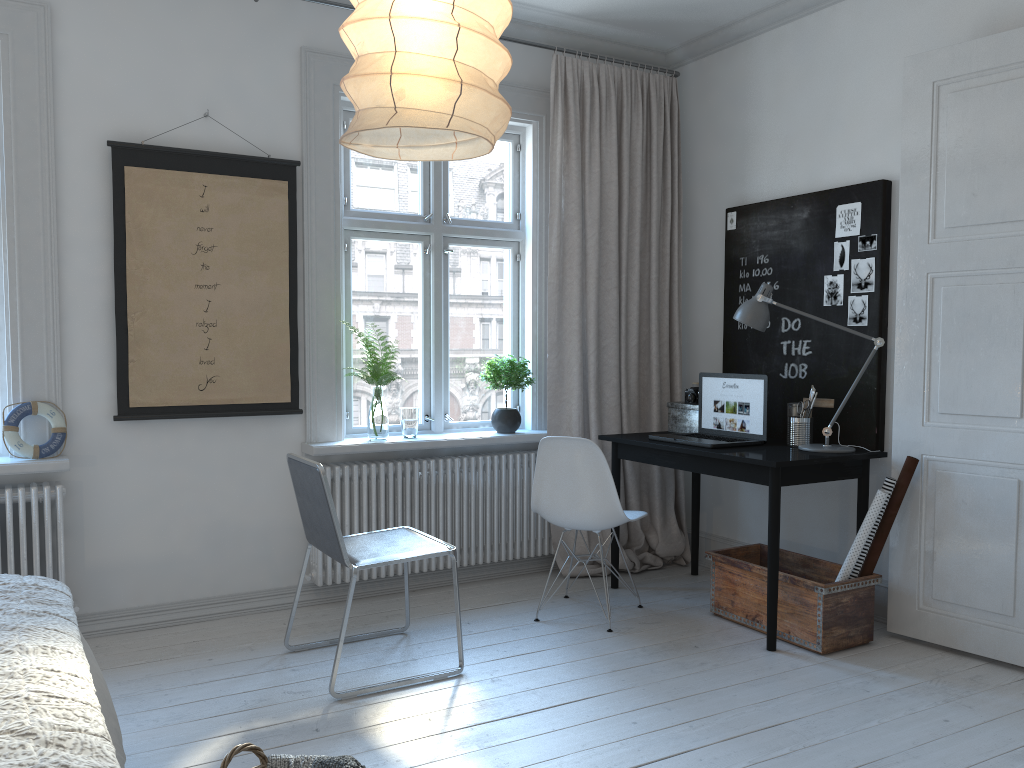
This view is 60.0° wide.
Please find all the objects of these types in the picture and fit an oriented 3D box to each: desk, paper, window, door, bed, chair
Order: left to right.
[{"bbox_3d":[-6.131,-0.693,3.048,7.977,7.017,11.957,-2,3,-30],"label":"window"},{"bbox_3d":[-15.831,-2.666,10.422,25.636,15.037,26.524,-1,3,-30],"label":"window"},{"bbox_3d":[-1.772,0.615,1.317,2.176,1.047,1.887,-1,3,-30],"label":"bed"},{"bbox_3d":[-0.527,0.657,3.324,0.524,0.798,0.561,-2,4,-30],"label":"chair"},{"bbox_3d":[0.333,0.618,3.932,0.474,0.825,0.553,2,4,25],"label":"chair"},{"bbox_3d":[0.996,0.648,4.064,0.651,0.760,1.158,-2,3,-30],"label":"desk"},{"bbox_3d":[1.342,0.718,3.530,0.283,0.627,0.041,3,4,38],"label":"paper"},{"bbox_3d":[1.393,0.700,3.559,0.266,0.669,0.043,1,4,15],"label":"paper"},{"bbox_3d":[1.467,0.657,3.569,0.297,0.747,0.048,1,4,15],"label":"paper"},{"bbox_3d":[2.453,-0.159,2.625,0.577,2.508,2.596,-2,4,-30],"label":"door"}]

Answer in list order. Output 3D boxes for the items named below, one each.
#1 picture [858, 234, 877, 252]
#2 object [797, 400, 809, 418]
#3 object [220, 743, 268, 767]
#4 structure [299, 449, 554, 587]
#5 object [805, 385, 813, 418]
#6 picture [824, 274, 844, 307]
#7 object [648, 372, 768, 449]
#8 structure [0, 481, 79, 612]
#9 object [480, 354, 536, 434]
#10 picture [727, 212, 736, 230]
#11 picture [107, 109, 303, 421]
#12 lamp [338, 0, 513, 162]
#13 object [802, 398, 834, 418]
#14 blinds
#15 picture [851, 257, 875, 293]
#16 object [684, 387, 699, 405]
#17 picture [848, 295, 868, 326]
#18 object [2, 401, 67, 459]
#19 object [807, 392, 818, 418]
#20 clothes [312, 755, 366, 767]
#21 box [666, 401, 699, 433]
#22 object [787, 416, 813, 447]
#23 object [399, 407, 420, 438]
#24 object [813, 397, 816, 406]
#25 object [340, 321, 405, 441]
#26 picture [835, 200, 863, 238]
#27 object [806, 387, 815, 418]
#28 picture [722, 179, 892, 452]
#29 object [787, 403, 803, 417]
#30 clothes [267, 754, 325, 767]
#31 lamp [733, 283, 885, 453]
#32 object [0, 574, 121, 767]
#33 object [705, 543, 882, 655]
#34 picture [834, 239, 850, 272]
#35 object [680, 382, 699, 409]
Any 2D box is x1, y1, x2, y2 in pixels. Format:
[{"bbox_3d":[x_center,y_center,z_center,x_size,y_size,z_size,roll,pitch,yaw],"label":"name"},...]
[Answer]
[{"bbox_3d":[1.540,-0.614,3.842,0.001,0.071,0.095,-2,4,-30],"label":"picture"},{"bbox_3d":[1.281,0.170,3.943,0.050,0.198,0.081,0,3,-5],"label":"object"},{"bbox_3d":[-0.454,0.949,1.800,0.319,0.351,0.319,0,3,2],"label":"object"},{"bbox_3d":[-0.313,0.629,4.429,1.505,0.548,0.195,-1,4,-30],"label":"structure"},{"bbox_3d":[1.301,0.138,3.915,0.060,0.268,0.008,-1,4,-13],"label":"object"},{"bbox_3d":[1.452,-0.422,4.003,0.001,0.150,0.107,-2,4,-30],"label":"picture"},{"bbox_3d":[0.888,0.112,4.050,0.325,0.316,0.445,-2,3,-30],"label":"object"},{"bbox_3d":[-2.416,0.677,3.215,1.505,0.548,0.195,-1,4,-30],"label":"structure"},{"bbox_3d":[-0.031,0.047,4.555,0.309,0.407,0.271,1,3,20],"label":"object"},{"bbox_3d":[1.126,-0.836,4.545,0.004,0.088,0.061,-2,4,-33],"label":"picture"},{"bbox_3d":[-1.298,-0.510,3.810,0.793,1.314,0.057,-2,4,-30],"label":"picture"},{"bbox_3d":[-0.167,-1.081,1.711,0.340,1.232,0.338,0,3,1],"label":"lamp"},{"bbox_3d":[1.347,0.168,3.915,0.138,0.209,0.034,3,4,40],"label":"object"},{"bbox_3d":[0.576,-0.325,4.609,0.831,2.650,0.224,-2,4,-30],"label":"blinds"},{"bbox_3d":[1.529,-0.476,3.866,0.002,0.153,0.121,-2,4,-30],"label":"picture"},{"bbox_3d":[0.889,0.058,4.378,0.073,0.087,0.137,-2,3,-30],"label":"object"},{"bbox_3d":[1.518,-0.324,3.893,0.001,0.136,0.103,-2,4,-30],"label":"picture"},{"bbox_3d":[-1.870,0.181,3.478,0.236,0.228,0.079,-3,4,-44],"label":"object"},{"bbox_3d":[1.297,0.155,3.892,0.084,0.240,0.009,3,4,37],"label":"object"},{"bbox_3d":[-0.404,0.944,1.828,0.297,0.270,0.245,-2,3,-29],"label":"clothes"},{"bbox_3d":[0.938,0.173,4.483,0.193,0.152,0.317,-2,3,-30],"label":"box"},{"bbox_3d":[1.277,0.211,3.931,0.108,0.128,0.108,-1,3,-15],"label":"object"},{"bbox_3d":[-0.495,0.188,4.295,0.097,0.146,0.097,-1,4,-24],"label":"object"},{"bbox_3d":[1.296,0.163,3.906,0.082,0.222,0.009,0,4,-1],"label":"object"},{"bbox_3d":[-0.652,-0.017,4.185,0.305,0.565,0.414,0,3,4],"label":"object"},{"bbox_3d":[1.488,-0.731,3.922,0.004,0.154,0.147,-2,4,-30],"label":"picture"},{"bbox_3d":[1.303,0.141,3.911,0.062,0.264,0.012,1,4,12],"label":"object"},{"bbox_3d":[1.362,-0.306,4.226,0.064,1.173,0.952,-2,4,-30],"label":"picture"},{"bbox_3d":[1.294,0.182,4.042,0.079,0.188,0.079,3,4,39],"label":"object"},{"bbox_3d":[-0.451,0.957,1.836,0.235,0.289,0.283,1,3,9],"label":"clothes"},{"bbox_3d":[1.263,-0.077,3.804,0.616,0.717,0.230,2,4,31],"label":"lamp"},{"bbox_3d":[-1.037,0.561,1.729,0.405,0.104,1.459,-1,3,-30],"label":"object"},{"bbox_3d":[1.174,0.899,3.771,0.339,0.283,0.664,-2,3,-30],"label":"object"},{"bbox_3d":[1.472,-0.572,3.961,0.002,0.146,0.083,-2,4,-30],"label":"picture"},{"bbox_3d":[0.900,0.058,4.494,0.167,0.130,0.056,-2,4,-31],"label":"object"}]
